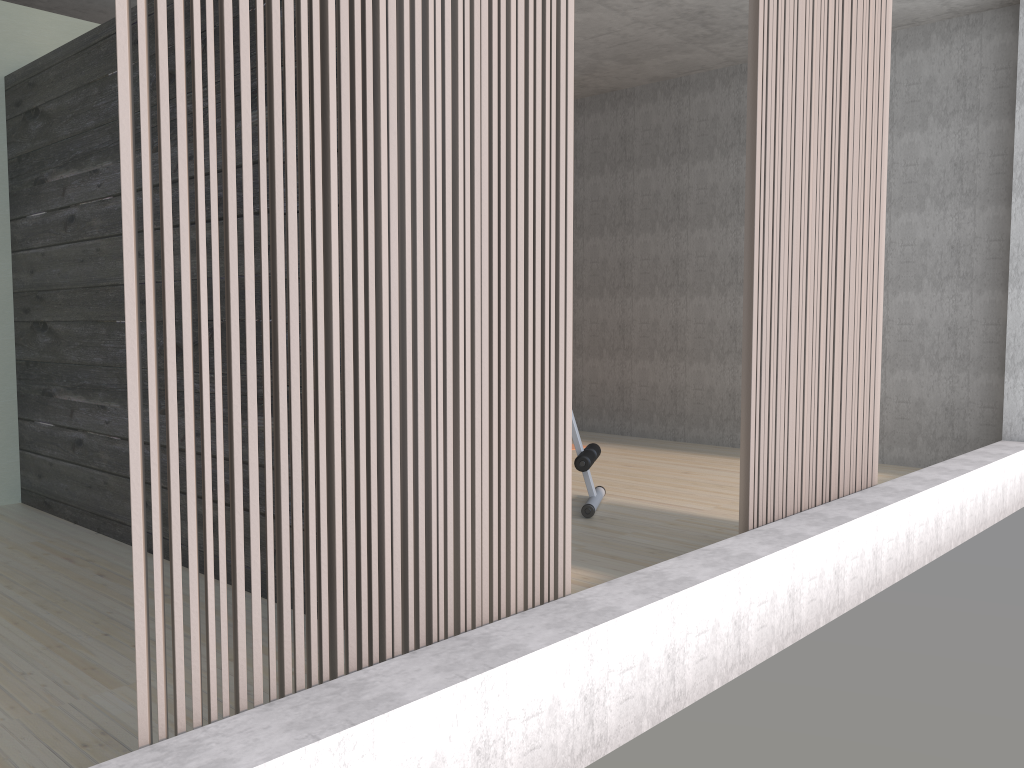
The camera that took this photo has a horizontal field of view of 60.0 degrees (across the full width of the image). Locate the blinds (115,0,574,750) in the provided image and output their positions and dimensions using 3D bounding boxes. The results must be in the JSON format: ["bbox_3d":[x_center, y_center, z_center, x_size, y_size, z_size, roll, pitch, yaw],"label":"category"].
[{"bbox_3d":[-0.236,-0.561,1.781,0.069,2.744,1.133,4,6,43],"label":"blinds"}]

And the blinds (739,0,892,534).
[{"bbox_3d":[1.148,-0.668,3.267,0.069,2.744,1.133,4,6,43],"label":"blinds"}]

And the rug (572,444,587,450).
[{"bbox_3d":[-0.615,0.520,5.821,0.716,0.002,2.779,4,6,43],"label":"rug"}]

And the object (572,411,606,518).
[{"bbox_3d":[-0.198,0.237,4.551,1.312,0.746,0.505,1,4,12],"label":"object"}]
